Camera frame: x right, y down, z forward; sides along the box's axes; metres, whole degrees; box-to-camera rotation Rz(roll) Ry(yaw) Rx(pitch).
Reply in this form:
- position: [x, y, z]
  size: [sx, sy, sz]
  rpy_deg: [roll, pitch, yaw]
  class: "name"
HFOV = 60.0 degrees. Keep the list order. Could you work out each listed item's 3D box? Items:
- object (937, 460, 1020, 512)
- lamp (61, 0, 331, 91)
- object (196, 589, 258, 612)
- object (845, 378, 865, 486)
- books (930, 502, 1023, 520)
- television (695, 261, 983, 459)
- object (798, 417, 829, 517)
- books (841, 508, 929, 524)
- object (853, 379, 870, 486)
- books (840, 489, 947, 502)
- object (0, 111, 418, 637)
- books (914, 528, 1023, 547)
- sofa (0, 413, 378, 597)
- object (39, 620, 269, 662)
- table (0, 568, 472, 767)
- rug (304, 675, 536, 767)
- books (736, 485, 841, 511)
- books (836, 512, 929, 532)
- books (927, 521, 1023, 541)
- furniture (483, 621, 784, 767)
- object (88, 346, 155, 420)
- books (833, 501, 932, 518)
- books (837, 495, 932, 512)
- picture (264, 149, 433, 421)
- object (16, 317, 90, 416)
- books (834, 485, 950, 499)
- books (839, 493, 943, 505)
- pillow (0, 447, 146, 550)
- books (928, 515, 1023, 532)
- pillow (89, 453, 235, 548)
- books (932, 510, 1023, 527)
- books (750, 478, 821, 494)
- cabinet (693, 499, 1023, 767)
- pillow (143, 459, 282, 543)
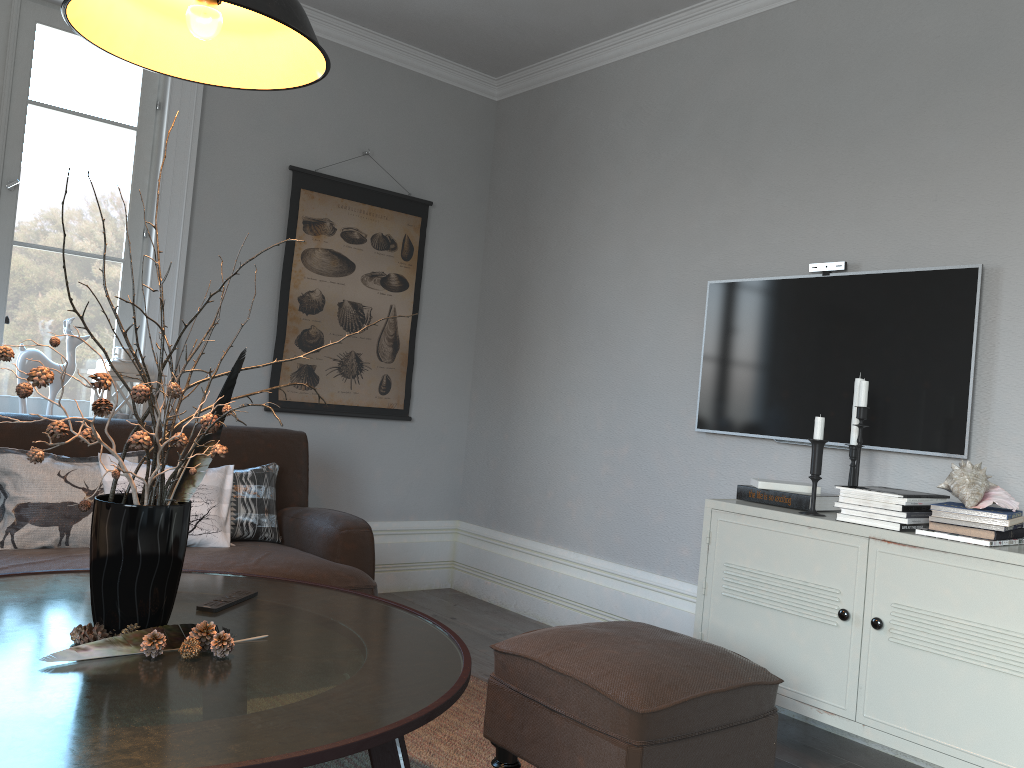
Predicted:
- position: [1.267, 0.273, 2.418]
  size: [0.192, 0.127, 0.194]
  rpy_deg: [4, -2, 44]
  class: "object"
- position: [-0.569, -1.209, 1.781]
  size: [0.504, 1.076, 0.504]
  rpy_deg: [5, -2, 8]
  class: "lamp"
- position: [-0.662, 0.504, 2.072]
  size: [0.051, 0.011, 0.207]
  rpy_deg: [5, -1, 11]
  class: "object"
- position: [1.087, 0.190, 2.813]
  size: [0.066, 0.457, 0.066]
  rpy_deg: [5, -2, 18]
  class: "object"
- position: [1.262, 0.343, 2.407]
  size: [0.184, 0.014, 0.235]
  rpy_deg: [4, -2, 38]
  class: "books"
- position: [1.113, -0.106, 3.170]
  size: [0.041, 0.657, 1.063]
  rpy_deg: [6, -2, -39]
  class: "television"
- position: [0.931, 0.247, 2.714]
  size: [0.083, 0.311, 0.082]
  rpy_deg: [4, -2, 28]
  class: "object"
- position: [1.111, 0.382, 2.582]
  size: [0.253, 0.016, 0.200]
  rpy_deg: [6, -2, -41]
  class: "books"
- position: [1.061, 0.197, 2.710]
  size: [0.092, 0.431, 0.092]
  rpy_deg: [5, -2, 10]
  class: "object"
- position: [1.113, 0.325, 2.586]
  size: [0.260, 0.010, 0.196]
  rpy_deg: [6, -2, -41]
  class: "books"
- position: [-0.557, -0.023, 1.762]
  size: [0.525, 1.066, 0.853]
  rpy_deg: [5, -2, 22]
  class: "object"
- position: [1.250, 0.414, 2.413]
  size: [0.243, 0.014, 0.196]
  rpy_deg: [6, -2, -39]
  class: "books"
- position: [-1.503, 0.523, 2.687]
  size: [2.164, 0.825, 0.969]
  rpy_deg: [6, -2, -39]
  class: "sofa"
- position: [-0.655, 0.474, 1.671]
  size: [0.404, 0.067, 0.153]
  rpy_deg: [6, -1, -22]
  class: "object"
- position: [-0.749, 0.743, 1.724]
  size: [1.300, 0.503, 1.299]
  rpy_deg: [4, -2, 44]
  class: "table"
- position: [-0.767, 0.938, 1.765]
  size: [2.818, 0.090, 2.400]
  rpy_deg: [6, -2, -39]
  class: "rug"
- position: [0.927, 0.378, 2.946]
  size: [0.218, 0.049, 0.276]
  rpy_deg: [6, -2, -39]
  class: "books"
- position: [1.112, 0.401, 2.592]
  size: [0.271, 0.022, 0.200]
  rpy_deg: [6, -2, -37]
  class: "books"
- position: [1.269, 0.395, 2.418]
  size: [0.238, 0.027, 0.175]
  rpy_deg: [6, -2, -42]
  class: "books"
- position: [0.303, 0.866, 2.257]
  size: [0.583, 0.440, 0.574]
  rpy_deg: [6, -2, -39]
  class: "furniture"
- position: [-1.585, 0.009, 3.589]
  size: [0.193, 0.322, 0.193]
  rpy_deg: [4, -2, 45]
  class: "object"
- position: [1.113, 0.367, 2.595]
  size: [0.271, 0.016, 0.222]
  rpy_deg: [6, -2, -39]
  class: "books"
- position: [1.110, 0.349, 2.587]
  size: [0.251, 0.019, 0.200]
  rpy_deg: [6, -2, -37]
  class: "books"
- position: [-0.768, -0.496, 4.319]
  size: [0.792, 1.313, 0.057]
  rpy_deg: [6, -2, -39]
  class: "picture"
- position: [-1.750, -0.055, 3.377]
  size: [0.239, 0.410, 0.128]
  rpy_deg: [7, -2, -43]
  class: "object"
- position: [1.111, 0.316, 2.593]
  size: [0.263, 0.008, 0.212]
  rpy_deg: [6, -2, -38]
  class: "books"
- position: [1.117, 0.335, 2.587]
  size: [0.265, 0.010, 0.196]
  rpy_deg: [6, -2, -39]
  class: "books"
- position: [-1.424, 0.377, 2.832]
  size: [0.472, 0.348, 0.159]
  rpy_deg: [6, -2, -42]
  class: "pillow"
- position: [1.261, 0.374, 2.409]
  size: [0.184, 0.014, 0.235]
  rpy_deg: [4, -2, 40]
  class: "books"
- position: [-1.151, 0.395, 2.958]
  size: [0.470, 0.309, 0.188]
  rpy_deg: [6, -2, -38]
  class: "pillow"
- position: [1.264, 0.358, 2.403]
  size: [0.184, 0.017, 0.235]
  rpy_deg: [4, -2, 38]
  class: "books"
- position: [0.910, 0.340, 2.964]
  size: [0.199, 0.024, 0.160]
  rpy_deg: [5, -1, 5]
  class: "books"
- position: [1.096, 0.789, 2.558]
  size: [0.408, 0.757, 1.152]
  rpy_deg: [6, -2, -39]
  class: "cabinet"
- position: [-1.067, 0.421, 3.171]
  size: [0.542, 0.288, 0.183]
  rpy_deg: [6, -2, -38]
  class: "pillow"
